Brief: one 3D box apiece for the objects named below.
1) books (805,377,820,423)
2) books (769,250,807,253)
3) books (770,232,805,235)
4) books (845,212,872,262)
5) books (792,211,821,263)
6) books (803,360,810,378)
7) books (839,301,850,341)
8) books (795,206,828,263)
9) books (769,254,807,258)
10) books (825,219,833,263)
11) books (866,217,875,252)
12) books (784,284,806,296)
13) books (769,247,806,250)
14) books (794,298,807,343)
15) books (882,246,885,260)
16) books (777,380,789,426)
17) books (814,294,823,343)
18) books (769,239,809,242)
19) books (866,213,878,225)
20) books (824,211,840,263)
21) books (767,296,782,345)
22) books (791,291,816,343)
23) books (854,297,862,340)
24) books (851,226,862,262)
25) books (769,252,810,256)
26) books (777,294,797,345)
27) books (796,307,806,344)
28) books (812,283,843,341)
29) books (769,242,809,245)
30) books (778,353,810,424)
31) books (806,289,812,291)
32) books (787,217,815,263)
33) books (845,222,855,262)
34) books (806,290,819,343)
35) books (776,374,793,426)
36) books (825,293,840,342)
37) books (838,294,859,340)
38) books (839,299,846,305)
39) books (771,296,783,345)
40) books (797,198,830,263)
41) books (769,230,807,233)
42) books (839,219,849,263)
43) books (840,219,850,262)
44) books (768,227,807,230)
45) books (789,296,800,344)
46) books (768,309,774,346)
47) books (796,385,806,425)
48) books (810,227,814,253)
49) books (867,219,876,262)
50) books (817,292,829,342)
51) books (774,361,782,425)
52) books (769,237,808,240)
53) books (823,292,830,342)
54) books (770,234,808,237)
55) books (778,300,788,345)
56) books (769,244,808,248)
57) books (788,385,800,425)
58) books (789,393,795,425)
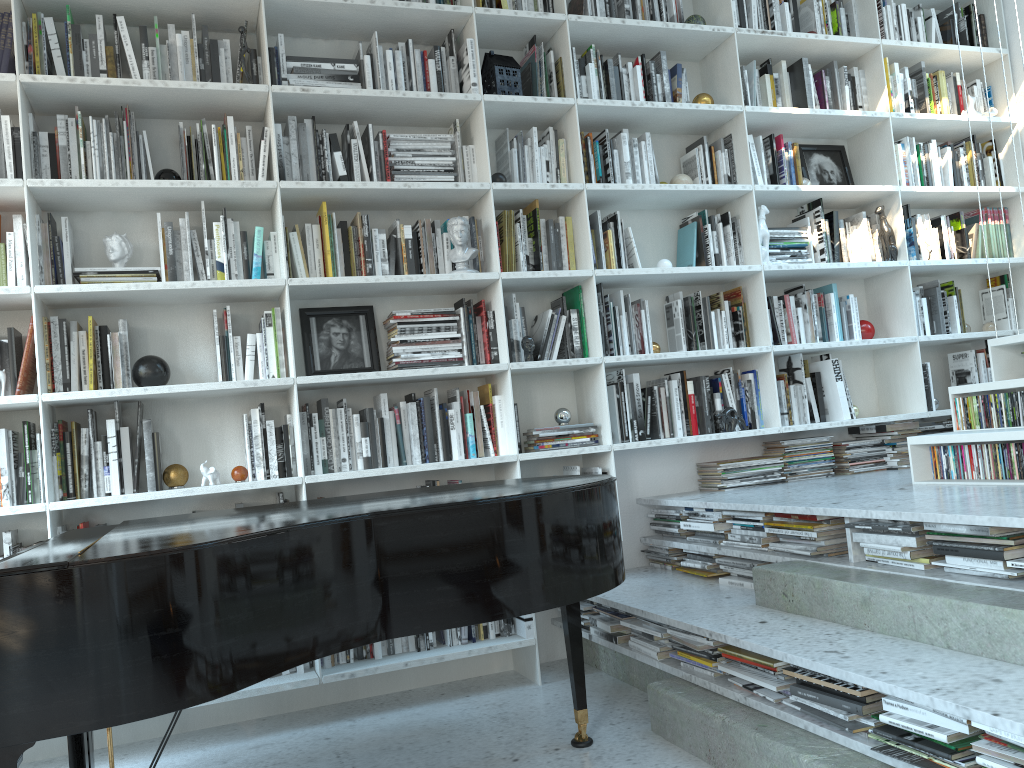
[{"bbox_3d":[1.385,0.084,4.251,0.052,0.217,0.184,-5,-4,-20],"label":"books"},{"bbox_3d":[1.270,-0.623,4.276,0.254,0.012,0.161,-4,-4,-25],"label":"books"},{"bbox_3d":[1.262,-0.707,4.287,0.254,0.012,0.161,-4,-4,-18],"label":"books"},{"bbox_3d":[1.705,-0.701,4.426,0.021,0.271,0.191,-5,-4,-20],"label":"books"},{"bbox_3d":[1.447,-0.687,4.357,0.012,0.285,0.159,-5,-4,-20],"label":"books"},{"bbox_3d":[1.402,0.041,4.284,0.010,0.304,0.131,-5,-3,-20],"label":"books"},{"bbox_3d":[1.569,-0.288,4.345,0.030,0.200,0.189,-5,-4,-20],"label":"books"},{"bbox_3d":[1.466,-0.698,4.337,0.011,0.300,0.184,-5,-4,-20],"label":"books"},{"bbox_3d":[1.269,-0.598,4.280,0.254,0.012,0.161,-4,-4,-18],"label":"books"},{"bbox_3d":[1.496,-0.668,4.352,0.030,0.236,0.179,-5,-4,-20],"label":"books"},{"bbox_3d":[1.760,-0.696,4.463,0.024,0.254,0.145,-5,-4,-20],"label":"books"},{"bbox_3d":[1.382,-0.323,4.287,0.013,0.299,0.147,-5,-4,-20],"label":"books"},{"bbox_3d":[1.265,-0.634,4.287,0.254,0.012,0.161,-4,-4,-20],"label":"books"},{"bbox_3d":[1.347,-0.285,4.272,0.012,0.229,0.179,-5,-4,-20],"label":"books"},{"bbox_3d":[1.813,-0.663,4.465,0.027,0.179,0.166,-5,-4,-20],"label":"books"},{"bbox_3d":[1.246,0.097,4.210,0.023,0.214,0.163,-5,-4,-20],"label":"books"},{"bbox_3d":[1.433,-0.300,4.310,0.026,0.246,0.166,-5,-4,-20],"label":"books"},{"bbox_3d":[1.265,-0.671,4.286,0.285,0.012,0.159,-4,-4,-18],"label":"books"},{"bbox_3d":[1.825,-0.714,4.504,0.029,0.283,0.139,-5,-4,-20],"label":"books"},{"bbox_3d":[1.546,-0.694,4.377,0.059,0.281,0.167,-5,-4,-20],"label":"books"},{"bbox_3d":[1.198,-0.282,4.212,0.047,0.244,0.177,-5,-4,-20],"label":"books"},{"bbox_3d":[1.372,-0.301,4.259,0.028,0.255,0.191,-5,-4,-20],"label":"books"},{"bbox_3d":[1.650,-0.304,4.383,0.027,0.223,0.170,-5,-4,-20],"label":"books"},{"bbox_3d":[1.678,-0.668,4.439,0.025,0.213,0.155,-5,-4,-20],"label":"books"},{"bbox_3d":[1.269,-0.610,4.281,0.285,0.012,0.159,-4,-4,-22],"label":"books"},{"bbox_3d":[1.274,-0.289,4.233,0.045,0.246,0.186,-5,-4,-20],"label":"books"},{"bbox_3d":[1.334,-0.261,4.255,0.027,0.181,0.186,-5,-4,-20],"label":"books"},{"bbox_3d":[1.530,-0.330,4.331,0.026,0.290,0.181,-5,-4,-20],"label":"books"},{"bbox_3d":[1.267,-0.659,4.283,0.285,0.012,0.159,-4,-4,-23],"label":"books"},{"bbox_3d":[1.348,0.029,4.243,0.014,0.333,0.169,-5,-4,-20],"label":"books"},{"bbox_3d":[1.415,-0.311,4.301,0.011,0.272,0.152,-5,-4,-20],"label":"books"},{"bbox_3d":[1.411,-0.670,4.332,0.012,0.254,0.161,-5,-4,-20],"label":"books"},{"bbox_3d":[1.650,-0.677,4.437,0.028,0.235,0.129,-5,-4,-20],"label":"books"},{"bbox_3d":[1.401,-0.307,4.274,0.012,0.262,0.186,-5,-4,-20],"label":"books"},{"bbox_3d":[1.265,0.080,4.207,0.015,0.243,0.157,-5,-4,-20],"label":"books"},{"bbox_3d":[1.511,-0.305,4.318,0.023,0.243,0.190,-5,-4,-20],"label":"books"},{"bbox_3d":[1.625,-0.309,4.374,0.025,0.235,0.181,-5,-4,-20],"label":"books"},{"bbox_3d":[1.594,-0.297,4.371,0.037,0.218,0.139,-5,-4,-20],"label":"books"},{"bbox_3d":[1.227,-0.285,4.235,0.024,0.247,0.143,-5,-4,-20],"label":"books"},{"bbox_3d":[1.474,-0.718,4.340,0.010,0.339,0.180,-5,-4,-20],"label":"books"},{"bbox_3d":[1.261,-0.719,4.288,0.285,0.012,0.159,-4,-4,-22],"label":"books"},{"bbox_3d":[1.598,-0.678,4.400,0.031,0.242,0.147,-5,-4,-20],"label":"books"},{"bbox_3d":[1.621,-0.682,4.428,0.031,0.250,0.133,-5,-4,-20],"label":"books"},{"bbox_3d":[1.259,-0.730,4.289,0.285,0.012,0.159,-4,-4,-18],"label":"books"},{"bbox_3d":[1.302,-0.286,4.259,0.026,0.239,0.177,-5,-4,-20],"label":"books"},{"bbox_3d":[1.175,-0.250,4.204,0.022,0.184,0.163,-5,-4,-20],"label":"books"},{"bbox_3d":[1.336,0.104,4.236,0.024,0.185,0.149,-5,-4,-20],"label":"books"},{"bbox_3d":[1.422,-0.666,4.354,0.023,0.247,0.138,-5,-4,-20],"label":"books"},{"bbox_3d":[1.735,-0.687,4.438,0.041,0.239,0.176,-5,-4,-20],"label":"books"},{"bbox_3d":[1.458,-0.304,4.298,0.014,0.249,0.177,-5,-4,-20],"label":"books"},{"bbox_3d":[1.220,0.043,4.217,0.013,0.327,0.131,-5,-3,-20],"label":"books"},{"bbox_3d":[1.267,-0.683,4.279,0.285,0.012,0.159,-4,-4,-25],"label":"books"},{"bbox_3d":[1.485,-0.307,4.335,0.012,0.254,0.161,-5,-4,-20],"label":"books"},{"bbox_3d":[1.263,-0.695,4.287,0.285,0.012,0.159,-4,-4,-18],"label":"books"},{"bbox_3d":[1.249,-0.275,4.228,0.011,0.223,0.163,-5,-4,-20],"label":"books"},{"bbox_3d":[1.270,-0.648,4.278,0.254,0.012,0.161,-5,-4,-15],"label":"books"},{"bbox_3d":[1.308,0.105,4.233,0.030,0.187,0.140,-5,-4,-20],"label":"books"},{"bbox_3d":[1.282,0.096,4.223,0.025,0.210,0.137,-5,-4,-20],"label":"books"}]
